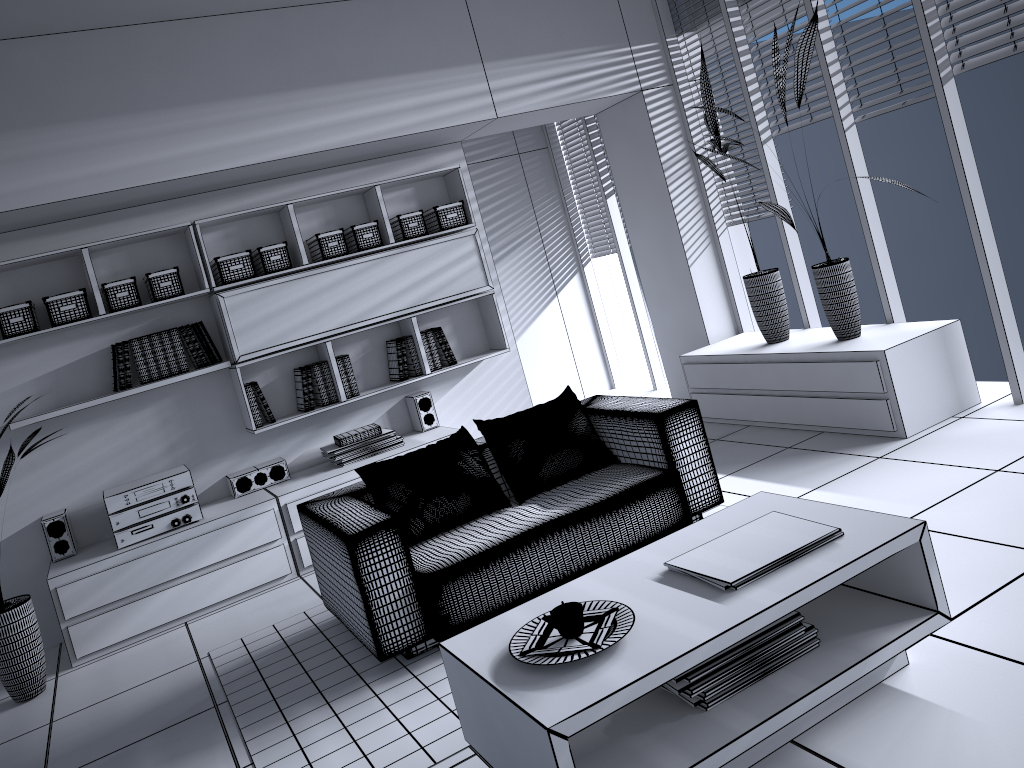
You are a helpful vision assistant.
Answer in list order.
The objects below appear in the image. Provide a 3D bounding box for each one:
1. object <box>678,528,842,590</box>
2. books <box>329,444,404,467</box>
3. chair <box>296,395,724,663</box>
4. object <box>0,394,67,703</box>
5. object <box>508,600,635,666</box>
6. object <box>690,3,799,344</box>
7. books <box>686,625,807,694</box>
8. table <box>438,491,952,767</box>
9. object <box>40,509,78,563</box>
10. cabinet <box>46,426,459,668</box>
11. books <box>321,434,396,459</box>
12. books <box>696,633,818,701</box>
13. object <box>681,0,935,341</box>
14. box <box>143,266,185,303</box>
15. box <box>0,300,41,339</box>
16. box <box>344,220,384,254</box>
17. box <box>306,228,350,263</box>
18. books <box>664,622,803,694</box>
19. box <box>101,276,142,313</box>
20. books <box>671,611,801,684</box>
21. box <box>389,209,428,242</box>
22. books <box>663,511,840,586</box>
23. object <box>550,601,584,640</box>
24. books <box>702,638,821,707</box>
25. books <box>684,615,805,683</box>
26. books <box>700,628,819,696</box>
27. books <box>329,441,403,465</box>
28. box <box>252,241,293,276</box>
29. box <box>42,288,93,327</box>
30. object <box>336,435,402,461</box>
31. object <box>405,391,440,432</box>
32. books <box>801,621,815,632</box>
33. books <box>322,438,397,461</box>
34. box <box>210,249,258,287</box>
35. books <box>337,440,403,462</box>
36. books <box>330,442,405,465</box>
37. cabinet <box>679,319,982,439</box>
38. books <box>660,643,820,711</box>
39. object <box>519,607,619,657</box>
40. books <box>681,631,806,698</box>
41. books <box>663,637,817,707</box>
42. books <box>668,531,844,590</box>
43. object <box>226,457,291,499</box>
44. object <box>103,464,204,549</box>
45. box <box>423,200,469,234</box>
[{"bbox_3d":[0.667,0.460,2.467,0.420,0.008,0.284,-19,9,-24],"label":"object"},{"bbox_3d":[-0.870,0.418,5.307,0.420,0.008,0.284,-19,9,-24],"label":"books"},{"bbox_3d":[0.005,0.560,3.900,1.670,0.549,0.956,-19,7,-25],"label":"chair"},{"bbox_3d":[-2.405,0.645,4.124,0.249,1.576,1.187,-15,4,8],"label":"object"},{"bbox_3d":[0.153,0.633,2.221,0.328,0.024,0.333,-15,8,5],"label":"object"},{"bbox_3d":[1.363,-1.741,5.382,0.494,2.971,1.437,-15,3,4],"label":"object"},{"bbox_3d":[0.553,0.700,2.382,0.420,0.008,0.284,-19,9,-24],"label":"books"},{"bbox_3d":[0.505,0.728,2.404,1.216,0.386,0.647,-19,7,-25],"label":"table"},{"bbox_3d":[-2.415,0.808,4.703,0.121,0.230,0.176,-17,4,-25],"label":"object"},{"bbox_3d":[-1.322,0.823,4.996,2.298,0.447,0.571,-19,7,-25],"label":"cabinet"},{"bbox_3d":[-0.930,0.365,5.291,0.420,0.008,0.284,-19,9,-24],"label":"books"},{"bbox_3d":[0.586,0.721,2.393,0.420,0.008,0.284,-19,9,-24],"label":"books"},{"bbox_3d":[1.451,-1.099,4.784,0.702,1.854,1.539,-17,4,-30],"label":"object"},{"bbox_3d":[-1.965,-0.554,4.980,0.181,0.161,0.279,-18,7,-24],"label":"box"},{"bbox_3d":[-2.607,-0.333,4.658,0.176,0.161,0.279,-18,7,-24],"label":"box"},{"bbox_3d":[-0.936,-0.907,5.496,0.181,0.161,0.279,-18,7,-25],"label":"box"},{"bbox_3d":[-1.129,-0.841,5.399,0.181,0.161,0.279,-18,7,-25],"label":"box"},{"bbox_3d":[0.532,0.696,2.381,0.420,0.008,0.284,-19,9,-24],"label":"books"},{"bbox_3d":[-2.161,-0.486,4.881,0.177,0.161,0.279,-18,7,-24],"label":"box"},{"bbox_3d":[0.525,0.668,2.378,0.420,0.008,0.284,-19,9,-24],"label":"books"},{"bbox_3d":[-0.674,-0.997,5.627,0.181,0.161,0.279,-18,7,-25],"label":"box"},{"bbox_3d":[0.669,0.453,2.458,0.420,0.008,0.284,-19,9,-24],"label":"books"},{"bbox_3d":[0.141,0.599,2.217,0.095,0.069,0.086,-9,8,46],"label":"object"},{"bbox_3d":[0.595,0.738,2.399,0.420,0.008,0.284,-19,9,-24],"label":"books"},{"bbox_3d":[0.547,0.673,2.379,0.420,0.008,0.284,-19,9,-24],"label":"books"},{"bbox_3d":[0.589,0.711,2.395,0.420,0.008,0.284,-19,9,-24],"label":"books"},{"bbox_3d":[-0.888,0.403,5.308,0.420,0.008,0.284,-19,9,-24],"label":"books"},{"bbox_3d":[-1.431,-0.737,5.247,0.176,0.161,0.279,-18,7,-24],"label":"box"},{"bbox_3d":[-2.396,-0.406,4.764,0.214,0.161,0.280,-18,7,-24],"label":"box"},{"bbox_3d":[-0.894,0.375,5.304,0.420,0.008,0.284,-19,9,-24],"label":"object"},{"bbox_3d":[-0.572,0.175,5.627,0.121,0.230,0.176,-17,4,-25],"label":"object"},{"bbox_3d":[0.568,0.706,2.394,0.420,0.008,0.284,-19,9,-24],"label":"books"},{"bbox_3d":[-0.912,0.379,5.290,0.420,0.008,0.284,-19,9,-24],"label":"books"},{"bbox_3d":[-1.629,-0.669,5.148,0.214,0.161,0.280,-18,7,-24],"label":"box"},{"bbox_3d":[-0.876,0.390,5.303,0.420,0.008,0.284,-19,9,-24],"label":"books"},{"bbox_3d":[-0.866,0.407,5.309,0.420,0.008,0.284,-19,9,-24],"label":"books"},{"bbox_3d":[1.757,-0.040,5.180,0.604,0.447,1.669,-18,8,-24],"label":"cabinet"},{"bbox_3d":[0.592,0.749,2.396,0.420,0.008,0.284,-19,9,-24],"label":"books"},{"bbox_3d":[0.148,0.628,2.220,0.215,0.012,0.218,-12,8,21],"label":"object"},{"bbox_3d":[0.550,0.710,2.380,0.420,0.008,0.284,-19,9,-24],"label":"books"},{"bbox_3d":[0.574,0.734,2.397,0.420,0.008,0.284,-19,9,-24],"label":"books"},{"bbox_3d":[0.683,0.464,2.463,0.420,0.008,0.284,-19,9,-24],"label":"books"},{"bbox_3d":[-1.486,0.547,5.163,0.333,0.118,0.176,-19,7,-25],"label":"object"},{"bbox_3d":[-1.919,0.646,4.707,0.436,0.268,0.345,-18,6,-25],"label":"object"},{"bbox_3d":[-0.441,-1.077,5.744,0.219,0.161,0.279,-18,7,-25],"label":"box"}]
